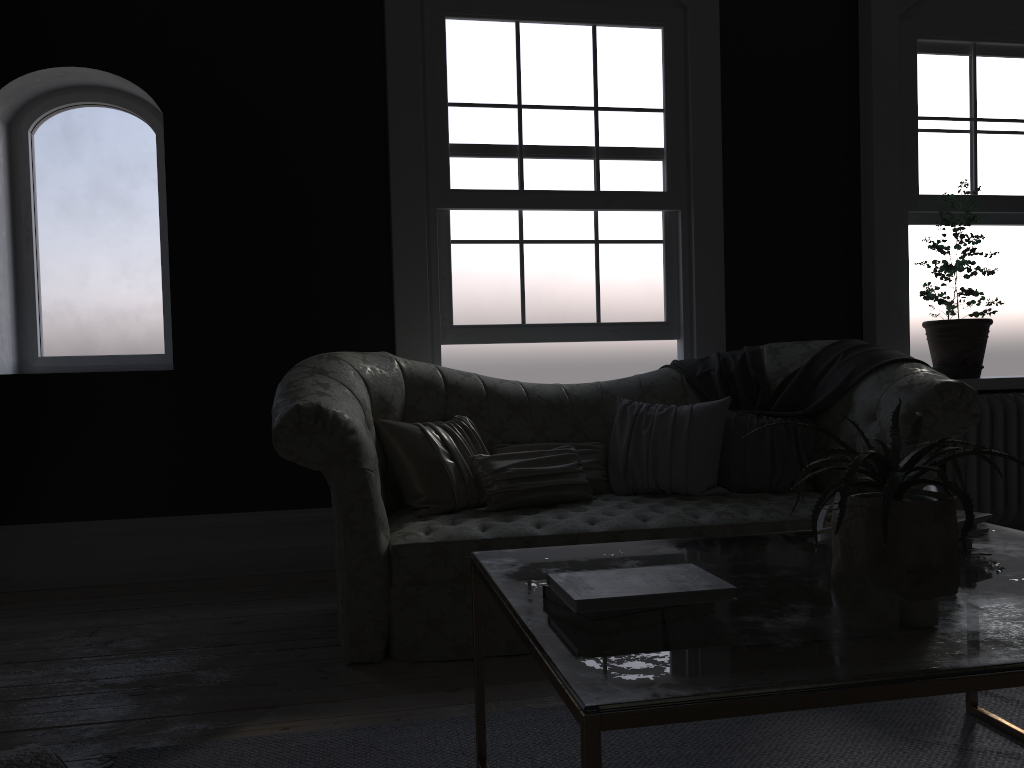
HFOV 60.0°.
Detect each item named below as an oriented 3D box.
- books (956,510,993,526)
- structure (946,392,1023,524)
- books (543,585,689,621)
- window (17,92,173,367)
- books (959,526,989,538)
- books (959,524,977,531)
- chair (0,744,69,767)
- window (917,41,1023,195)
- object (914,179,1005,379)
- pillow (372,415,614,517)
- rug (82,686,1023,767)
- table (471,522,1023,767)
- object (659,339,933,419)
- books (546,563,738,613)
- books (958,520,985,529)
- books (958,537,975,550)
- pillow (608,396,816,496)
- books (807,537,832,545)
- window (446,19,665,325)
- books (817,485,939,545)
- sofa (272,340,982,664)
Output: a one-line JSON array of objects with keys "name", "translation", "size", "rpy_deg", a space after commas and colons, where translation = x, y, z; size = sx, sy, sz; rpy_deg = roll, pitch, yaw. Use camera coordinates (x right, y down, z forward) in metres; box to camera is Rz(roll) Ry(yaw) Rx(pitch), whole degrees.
[{"name": "books", "translation": [0.970, 0.328, 2.177], "size": [0.318, 0.011, 0.252], "rpy_deg": [-2, 1, -34]}, {"name": "structure", "translation": [3.074, 0.468, 5.224], "size": [1.141, 0.849, 0.276], "rpy_deg": [-2, 2, -11]}, {"name": "books", "translation": [0.233, 0.413, 1.761], "size": [0.289, 0.030, 0.193], "rpy_deg": [-2, 1, -27]}, {"name": "window", "translation": [-2.237, -0.830, 4.810], "size": [0.740, 1.457, 0.112], "rpy_deg": [-2, 2, -11]}, {"name": "books", "translation": [0.958, 0.360, 2.186], "size": [0.318, 0.011, 0.252], "rpy_deg": [-2, 1, -29]}, {"name": "books", "translation": [0.943, 0.350, 2.181], "size": [0.318, 0.011, 0.252], "rpy_deg": [-2, 1, -39]}, {"name": "chair", "translation": [-0.147, 0.596, 0.076], "size": [0.819, 0.863, 0.769], "rpy_deg": [-1, 2, 30]}, {"name": "window", "translation": [2.971, -1.553, 5.364], "size": [1.263, 1.017, 0.056], "rpy_deg": [-2, 2, -11]}, {"name": "object", "translation": [2.603, -0.598, 5.170], "size": [0.474, 1.134, 0.505], "rpy_deg": [-1, 2, 29]}, {"name": "pillow", "translation": [-0.050, 0.328, 3.885], "size": [1.105, 0.416, 0.529], "rpy_deg": [-2, 1, -11]}, {"name": "rug", "translation": [0.796, 0.958, 1.751], "size": [3.644, 0.050, 2.105], "rpy_deg": [-2, 1, -10]}, {"name": "table", "translation": [0.714, 0.692, 1.882], "size": [1.448, 0.558, 1.092], "rpy_deg": [-2, 1, -11]}, {"name": "object", "translation": [1.331, 0.085, 4.316], "size": [1.367, 0.585, 0.516], "rpy_deg": [-1, 2, 38]}, {"name": "books", "translation": [0.240, 0.387, 1.695], "size": [0.307, 0.024, 0.220], "rpy_deg": [-2, 1, -11]}, {"name": "books", "translation": [0.961, 0.339, 2.177], "size": [0.318, 0.011, 0.252], "rpy_deg": [-2, 1, -39]}, {"name": "books", "translation": [0.983, 0.387, 2.187], "size": [0.231, 0.023, 0.162], "rpy_deg": [-2, 1, -10]}, {"name": "pillow", "translation": [0.928, 0.278, 4.092], "size": [0.964, 0.462, 0.404], "rpy_deg": [-2, 1, -3]}, {"name": "books", "translation": [0.918, 0.372, 2.169], "size": [0.318, 0.011, 0.252], "rpy_deg": [-2, 1, -44]}, {"name": "window", "translation": [0.256, -1.143, 4.859], "size": [1.263, 1.673, 0.056], "rpy_deg": [-2, 2, -11]}, {"name": "books", "translation": [0.893, 0.317, 2.153], "size": [0.273, 0.109, 0.322], "rpy_deg": [-1, 1, 24]}, {"name": "sofa", "translation": [0.413, 0.402, 4.046], "size": [2.812, 1.161, 1.605], "rpy_deg": [-2, 1, -10]}]
